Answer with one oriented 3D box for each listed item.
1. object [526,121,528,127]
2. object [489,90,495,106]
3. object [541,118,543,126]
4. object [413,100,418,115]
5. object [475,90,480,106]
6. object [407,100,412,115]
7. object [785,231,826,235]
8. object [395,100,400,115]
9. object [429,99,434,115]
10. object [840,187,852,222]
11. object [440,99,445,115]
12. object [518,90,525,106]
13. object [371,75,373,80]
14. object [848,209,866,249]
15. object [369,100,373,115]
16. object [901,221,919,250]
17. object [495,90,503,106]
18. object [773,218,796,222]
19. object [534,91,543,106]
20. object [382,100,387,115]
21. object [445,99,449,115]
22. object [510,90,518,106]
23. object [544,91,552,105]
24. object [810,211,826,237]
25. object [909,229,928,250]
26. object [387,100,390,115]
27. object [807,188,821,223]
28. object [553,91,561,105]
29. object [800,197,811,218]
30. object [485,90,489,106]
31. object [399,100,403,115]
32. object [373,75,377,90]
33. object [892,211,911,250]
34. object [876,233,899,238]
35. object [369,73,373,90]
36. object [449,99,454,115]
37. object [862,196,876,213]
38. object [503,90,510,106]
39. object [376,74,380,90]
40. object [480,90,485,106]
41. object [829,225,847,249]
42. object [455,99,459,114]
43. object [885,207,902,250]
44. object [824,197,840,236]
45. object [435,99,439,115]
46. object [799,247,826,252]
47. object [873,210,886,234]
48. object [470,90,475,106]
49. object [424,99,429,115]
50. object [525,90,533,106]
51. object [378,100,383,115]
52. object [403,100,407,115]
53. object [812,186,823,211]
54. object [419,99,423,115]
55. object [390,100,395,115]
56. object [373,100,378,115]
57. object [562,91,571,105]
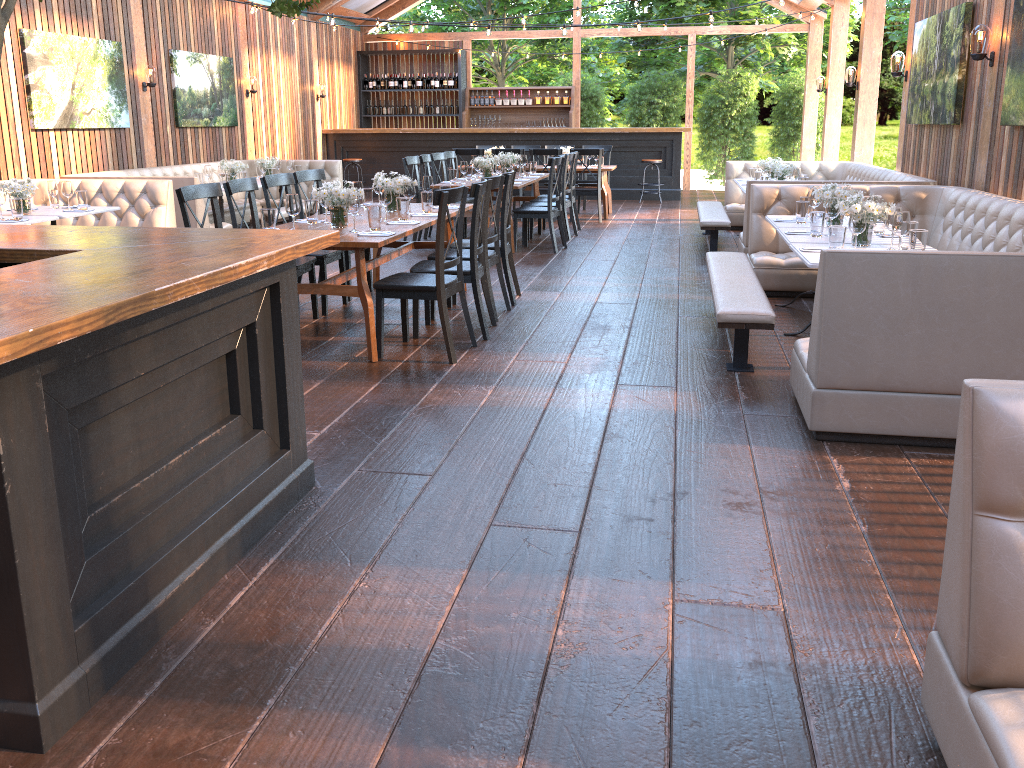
[{"bbox_3d":[0.326,-5.368,18.273,0.097,0.132,0.099,-1,14,-3],"label":"object"},{"bbox_3d":[-0.411,-5.922,18.326,0.094,0.313,0.096,5,14,20],"label":"object"},{"bbox_3d":[0.636,-5.317,18.005,0.073,0.178,0.074,-4,14,-15],"label":"object"},{"bbox_3d":[-2.002,-5.753,18.386,0.094,0.304,0.095,2,14,10],"label":"object"},{"bbox_3d":[-0.717,-5.933,18.369,0.094,0.313,0.096,6,15,25],"label":"object"},{"bbox_3d":[-2.122,-5.745,18.362,0.094,0.304,0.096,-2,14,-7],"label":"object"},{"bbox_3d":[1.915,-0.992,5.780,0.255,0.018,0.160,3,17,11],"label":"object"},{"bbox_3d":[-2.393,-5.779,18.482,0.094,0.304,0.095,1,14,7],"label":"object"},{"bbox_3d":[-1.662,-5.728,18.294,0.094,0.304,0.095,-6,15,-23],"label":"object"},{"bbox_3d":[2.436,-1.313,6.464,0.092,0.241,0.093,3,14,13],"label":"object"},{"bbox_3d":[-1.440,-5.729,18.295,0.095,0.304,0.095,8,16,31],"label":"object"},{"bbox_3d":[0.192,-5.883,18.199,0.138,0.306,0.140,1,14,5],"label":"object"},{"bbox_3d":[-2.943,-6.326,18.569,0.078,0.307,0.079,1,13,6],"label":"object"},{"bbox_3d":[1.892,-0.834,4.858,0.092,0.241,0.093,-8,16,-30],"label":"object"},{"bbox_3d":[-2.956,-5.795,18.545,0.094,0.304,0.095,3,14,15],"label":"object"},{"bbox_3d":[2.252,-0.842,5.026,0.092,0.156,0.093,-1,14,-3],"label":"object"},{"bbox_3d":[-0.264,-5.910,18.299,0.138,0.306,0.140,3,14,15],"label":"object"},{"bbox_3d":[2.053,-1.206,6.499,0.255,0.018,0.160,3,17,11],"label":"object"},{"bbox_3d":[0.539,-5.857,18.149,0.176,0.284,0.111,1,14,6],"label":"object"},{"bbox_3d":[-2.668,-5.794,18.536,0.094,0.304,0.095,2,14,8],"label":"object"},{"bbox_3d":[-1.343,-5.716,18.249,0.094,0.304,0.095,1,14,7],"label":"object"},{"bbox_3d":[0.045,-5.892,18.232,0.138,0.306,0.140,3,14,15],"label":"object"},{"bbox_3d":[0.734,-5.854,18.134,0.176,0.284,0.111,4,14,16],"label":"object"},{"bbox_3d":[1.931,-1.009,5.597,0.092,0.156,0.093,-1,14,-3],"label":"object"},{"bbox_3d":[2.132,-0.730,4.653,0.092,0.156,0.093,-1,14,-3],"label":"object"},{"bbox_3d":[-2.578,-5.794,18.535,0.095,0.304,0.095,-7,15,-24],"label":"object"},{"bbox_3d":[2.169,-1.281,6.359,0.092,0.241,0.093,-8,16,-30],"label":"object"},{"bbox_3d":[0.917,-5.834,18.061,0.176,0.284,0.111,1,14,6],"label":"object"},{"bbox_3d":[2.214,-1.331,6.676,0.092,0.156,0.092,-13,19,-41],"label":"object"},{"bbox_3d":[-0.518,-5.922,18.328,0.094,0.313,0.096,1,13,6],"label":"object"},{"bbox_3d":[-2.301,-5.771,18.452,0.095,0.304,0.095,10,17,36],"label":"object"},{"bbox_3d":[-2.860,-6.273,18.399,0.077,0.302,0.078,6,15,26],"label":"object"},{"bbox_3d":[2.086,-0.803,4.749,0.092,0.241,0.093,-8,16,-30],"label":"object"},{"bbox_3d":[2.411,-0.946,5.614,0.255,0.018,0.160,3,17,11],"label":"object"},{"bbox_3d":[-2.940,-6.298,18.440,0.087,0.329,0.089,-2,14,-9],"label":"object"},{"bbox_3d":[-1.243,-5.707,18.218,0.094,0.304,0.095,2,14,11],"label":"object"},{"bbox_3d":[2.291,-1.086,5.701,0.092,0.241,0.093,-8,16,-30],"label":"object"},{"bbox_3d":[-0.111,-5.901,18.266,0.138,0.306,0.140,2,14,10],"label":"object"},{"bbox_3d":[-2.777,-6.265,18.363,0.077,0.304,0.078,-3,14,-11],"label":"object"},{"bbox_3d":[-0.611,-5.937,18.380,0.094,0.313,0.096,1,13,6],"label":"object"},{"bbox_3d":[1.775,-0.783,4.837,0.092,0.156,0.093,-1,14,-3],"label":"object"},{"bbox_3d":[-1.135,-5.712,18.233,0.095,0.304,0.095,10,17,36],"label":"object"},{"bbox_3d":[2.146,-0.871,4.979,0.092,0.241,0.093,-8,16,-30],"label":"object"},{"bbox_3d":[2.037,-1.066,5.638,0.092,0.241,0.093,-8,16,-30],"label":"object"},{"bbox_3d":[-1.551,-5.730,18.300,0.095,0.304,0.095,-7,15,-24],"label":"object"},{"bbox_3d":[1.767,-0.766,5.020,0.255,0.018,0.160,3,17,11],"label":"object"},{"bbox_3d":[2.398,-1.062,5.766,0.092,0.156,0.093,-1,14,-3],"label":"object"},{"bbox_3d":[-0.814,-5.946,18.414,0.094,0.313,0.096,2,14,11],"label":"object"},{"bbox_3d":[-1.769,-5.743,18.350,0.094,0.304,0.095,10,17,37],"label":"object"},{"bbox_3d":[0.352,-5.881,18.190,0.138,0.306,0.140,3,14,15],"label":"object"},{"bbox_3d":[-2.761,-5.799,18.555,0.094,0.304,0.095,10,17,37],"label":"object"},{"bbox_3d":[-2.223,-5.755,18.398,0.094,0.304,0.095,2,14,11],"label":"object"},{"bbox_3d":[2.262,-1.344,6.570,0.092,0.241,0.093,-8,16,-30],"label":"object"},{"bbox_3d":[-1.887,-5.742,18.347,0.094,0.304,0.095,2,14,8],"label":"object"},{"bbox_3d":[-2.498,-5.772,18.461,0.095,0.304,0.095,8,16,31],"label":"object"},{"bbox_3d":[-2.865,-5.793,18.537,0.094,0.304,0.095,-6,15,-23],"label":"object"},{"bbox_3d":[1.107,-5.834,18.061,0.176,0.284,0.111,4,14,16],"label":"object"}]
